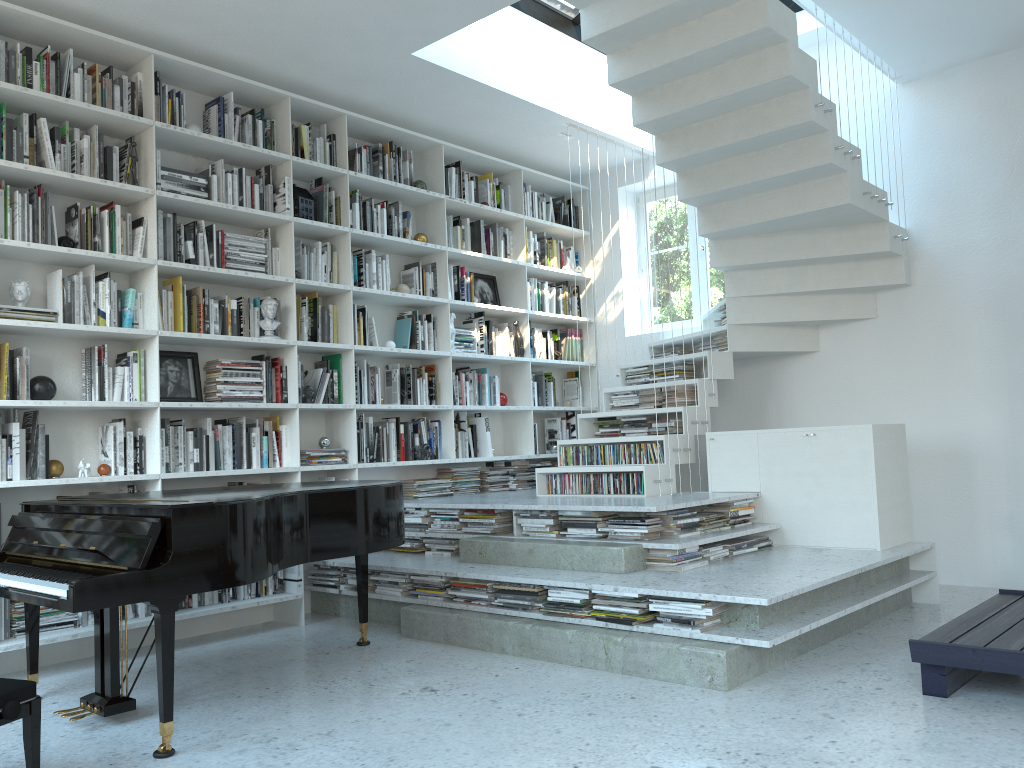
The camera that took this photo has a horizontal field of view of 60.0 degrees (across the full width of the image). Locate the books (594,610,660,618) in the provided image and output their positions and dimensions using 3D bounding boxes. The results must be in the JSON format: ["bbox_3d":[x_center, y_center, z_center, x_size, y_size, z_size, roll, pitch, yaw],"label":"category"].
[{"bbox_3d":[0.524,1.013,3.952,0.268,0.006,0.170,-6,-6,42],"label":"books"}]

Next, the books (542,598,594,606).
[{"bbox_3d":[0.294,1.010,4.148,0.260,0.007,0.171,-7,-6,45],"label":"books"}]

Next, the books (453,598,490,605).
[{"bbox_3d":[-0.160,1.108,4.555,0.161,0.008,0.254,2,-6,-43],"label":"books"}]

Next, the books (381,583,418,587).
[{"bbox_3d":[-0.614,1.117,4.983,0.206,0.012,0.147,-6,-6,43],"label":"books"}]

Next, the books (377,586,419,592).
[{"bbox_3d":[-0.621,1.137,4.973,0.221,0.014,0.172,-6,-6,43],"label":"books"}]

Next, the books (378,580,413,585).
[{"bbox_3d":[-0.625,1.100,4.972,0.171,0.020,0.193,2,-6,-44],"label":"books"}]

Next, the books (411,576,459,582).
[{"bbox_3d":[-0.395,1.035,4.767,0.253,0.015,0.171,-6,-5,39],"label":"books"}]

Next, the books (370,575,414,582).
[{"bbox_3d":[-0.628,1.083,4.970,0.294,0.015,0.180,-6,-5,40],"label":"books"}]

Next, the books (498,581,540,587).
[{"bbox_3d":[0.071,0.974,4.363,0.239,0.008,0.160,-6,-6,43],"label":"books"}]

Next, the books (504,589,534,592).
[{"bbox_3d":[0.076,1.003,4.365,0.217,0.008,0.150,-6,-6,41],"label":"books"}]

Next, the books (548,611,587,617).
[{"bbox_3d":[0.302,1.062,4.151,0.147,0.008,0.236,2,-6,-43],"label":"books"}]

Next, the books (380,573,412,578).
[{"bbox_3d":[-0.613,1.067,4.989,0.256,0.018,0.130,-7,-6,45],"label":"books"}]

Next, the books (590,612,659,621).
[{"bbox_3d":[0.514,1.019,3.940,0.275,0.006,0.191,-6,-6,44],"label":"books"}]

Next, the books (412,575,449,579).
[{"bbox_3d":[-0.394,1.022,4.770,0.228,0.011,0.174,-6,-6,41],"label":"books"}]

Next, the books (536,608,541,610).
[{"bbox_3d":[0.076,1.080,4.357,0.263,0.007,0.154,-6,-6,44],"label":"books"}]

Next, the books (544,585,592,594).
[{"bbox_3d":[0.299,0.956,4.159,0.139,0.013,0.288,2,-6,-43],"label":"books"}]

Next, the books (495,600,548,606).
[{"bbox_3d":[0.074,1.064,4.356,0.290,0.008,0.147,-6,-5,38],"label":"books"}]

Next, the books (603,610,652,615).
[{"bbox_3d":[0.529,1.004,3.958,0.197,0.014,0.154,-6,-6,42],"label":"books"}]

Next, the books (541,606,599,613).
[{"bbox_3d":[0.296,1.040,4.146,0.267,0.008,0.180,-6,-6,41],"label":"books"}]

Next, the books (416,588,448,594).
[{"bbox_3d":[-0.386,1.105,4.770,0.205,0.012,0.165,-6,-6,42],"label":"books"}]

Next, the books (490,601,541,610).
[{"bbox_3d":[0.062,1.072,4.342,0.291,0.009,0.189,-7,-6,45],"label":"books"}]

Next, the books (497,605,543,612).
[{"bbox_3d":[0.077,1.089,4.356,0.142,0.012,0.291,2,-6,-44],"label":"books"}]

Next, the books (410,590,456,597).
[{"bbox_3d":[-0.389,1.117,4.765,0.292,0.012,0.159,-6,-5,39],"label":"books"}]

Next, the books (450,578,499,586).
[{"bbox_3d":[-0.167,1.013,4.558,0.249,0.012,0.179,-6,-5,39],"label":"books"}]

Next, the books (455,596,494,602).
[{"bbox_3d":[-0.146,1.102,4.572,0.296,0.005,0.128,-6,-6,44],"label":"books"}]

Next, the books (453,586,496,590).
[{"bbox_3d":[-0.159,1.037,4.565,0.242,0.009,0.169,-6,-6,42],"label":"books"}]

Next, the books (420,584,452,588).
[{"bbox_3d":[-0.382,1.074,4.777,0.180,0.013,0.140,-7,-6,45],"label":"books"}]

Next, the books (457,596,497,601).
[{"bbox_3d":[-0.146,1.095,4.573,0.269,0.009,0.132,-6,-6,43],"label":"books"}]

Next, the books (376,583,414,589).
[{"bbox_3d":[-0.612,1.127,4.983,0.300,0.007,0.149,-6,-6,42],"label":"books"}]

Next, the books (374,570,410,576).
[{"bbox_3d":[-0.622,1.055,4.980,0.285,0.006,0.159,-6,-6,44],"label":"books"}]

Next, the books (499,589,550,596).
[{"bbox_3d":[0.075,1.015,4.362,0.239,0.017,0.142,-6,-5,38],"label":"books"}]

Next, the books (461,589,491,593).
[{"bbox_3d":[-0.149,1.057,4.573,0.180,0.013,0.140,-6,-6,43],"label":"books"}]

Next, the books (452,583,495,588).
[{"bbox_3d":[-0.165,1.026,4.559,0.236,0.014,0.165,-6,-5,37],"label":"books"}]

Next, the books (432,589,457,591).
[{"bbox_3d":[-0.378,1.096,4.780,0.294,0.008,0.123,-7,-6,45],"label":"books"}]

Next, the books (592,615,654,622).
[{"bbox_3d":[0.519,1.026,3.944,0.277,0.009,0.178,-6,-5,40],"label":"books"}]

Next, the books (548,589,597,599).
[{"bbox_3d":[0.301,0.976,4.159,0.222,0.028,0.141,-6,-5,37],"label":"books"}]

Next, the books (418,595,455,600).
[{"bbox_3d":[-0.385,1.138,4.767,0.180,0.014,0.157,-6,-5,39],"label":"books"}]

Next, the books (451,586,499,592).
[{"bbox_3d":[-0.156,1.046,4.567,0.297,0.009,0.155,-6,-6,43],"label":"books"}]

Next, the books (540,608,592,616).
[{"bbox_3d":[0.299,1.055,4.149,0.297,0.005,0.171,-6,-6,41],"label":"books"}]

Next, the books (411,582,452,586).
[{"bbox_3d":[-0.395,1.063,4.765,0.242,0.009,0.169,-6,-5,38],"label":"books"}]

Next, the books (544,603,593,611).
[{"bbox_3d":[0.291,1.029,4.143,0.215,0.013,0.189,-6,-5,40],"label":"books"}]

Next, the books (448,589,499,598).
[{"bbox_3d":[-0.163,1.069,4.556,0.287,0.013,0.182,-6,-6,43],"label":"books"}]

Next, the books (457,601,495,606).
[{"bbox_3d":[-0.150,1.116,4.566,0.236,0.008,0.147,-6,-6,41],"label":"books"}]

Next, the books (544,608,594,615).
[{"bbox_3d":[0.300,1.048,4.150,0.275,0.009,0.159,-7,-6,45],"label":"books"}]

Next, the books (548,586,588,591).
[{"bbox_3d":[0.298,0.943,4.160,0.215,0.014,0.157,-6,-6,44],"label":"books"}]

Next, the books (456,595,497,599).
[{"bbox_3d":[-0.151,1.083,4.568,0.249,0.014,0.130,-6,-5,37],"label":"books"}]

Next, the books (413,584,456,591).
[{"bbox_3d":[-0.391,1.086,4.767,0.246,0.011,0.159,-6,-5,38],"label":"books"}]

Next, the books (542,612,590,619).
[{"bbox_3d":[0.289,1.068,4.136,0.225,0.005,0.193,-6,-5,38],"label":"books"}]

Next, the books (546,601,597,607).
[{"bbox_3d":[0.306,1.019,4.161,0.266,0.010,0.145,-6,-6,41],"label":"books"}]

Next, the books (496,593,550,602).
[{"bbox_3d":[0.068,1.036,4.353,0.244,0.025,0.160,-6,-5,37],"label":"books"}]

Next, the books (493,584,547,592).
[{"bbox_3d":[0.065,0.991,4.354,0.281,0.014,0.170,-6,-5,39],"label":"books"}]

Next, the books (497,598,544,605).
[{"bbox_3d":[0.068,1.054,4.350,0.220,0.011,0.177,-6,-6,44],"label":"books"}]

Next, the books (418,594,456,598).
[{"bbox_3d":[-0.380,1.127,4.774,0.283,0.008,0.140,-6,-5,40],"label":"books"}]

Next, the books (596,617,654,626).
[{"bbox_3d":[0.512,1.038,3.936,0.191,0.016,0.209,2,-6,-43],"label":"books"}]

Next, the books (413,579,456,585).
[{"bbox_3d":[-0.400,1.050,4.760,0.182,0.016,0.199,2,-6,-43],"label":"books"}]

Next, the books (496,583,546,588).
[{"bbox_3d":[0.074,0.981,4.365,0.268,0.007,0.157,-6,-6,42],"label":"books"}]

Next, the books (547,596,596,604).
[{"bbox_3d":[0.292,0.998,4.147,0.183,0.017,0.180,-6,-5,39],"label":"books"}]

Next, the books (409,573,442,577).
[{"bbox_3d":[-0.404,1.014,4.759,0.225,0.005,0.193,-6,-5,38],"label":"books"}]
